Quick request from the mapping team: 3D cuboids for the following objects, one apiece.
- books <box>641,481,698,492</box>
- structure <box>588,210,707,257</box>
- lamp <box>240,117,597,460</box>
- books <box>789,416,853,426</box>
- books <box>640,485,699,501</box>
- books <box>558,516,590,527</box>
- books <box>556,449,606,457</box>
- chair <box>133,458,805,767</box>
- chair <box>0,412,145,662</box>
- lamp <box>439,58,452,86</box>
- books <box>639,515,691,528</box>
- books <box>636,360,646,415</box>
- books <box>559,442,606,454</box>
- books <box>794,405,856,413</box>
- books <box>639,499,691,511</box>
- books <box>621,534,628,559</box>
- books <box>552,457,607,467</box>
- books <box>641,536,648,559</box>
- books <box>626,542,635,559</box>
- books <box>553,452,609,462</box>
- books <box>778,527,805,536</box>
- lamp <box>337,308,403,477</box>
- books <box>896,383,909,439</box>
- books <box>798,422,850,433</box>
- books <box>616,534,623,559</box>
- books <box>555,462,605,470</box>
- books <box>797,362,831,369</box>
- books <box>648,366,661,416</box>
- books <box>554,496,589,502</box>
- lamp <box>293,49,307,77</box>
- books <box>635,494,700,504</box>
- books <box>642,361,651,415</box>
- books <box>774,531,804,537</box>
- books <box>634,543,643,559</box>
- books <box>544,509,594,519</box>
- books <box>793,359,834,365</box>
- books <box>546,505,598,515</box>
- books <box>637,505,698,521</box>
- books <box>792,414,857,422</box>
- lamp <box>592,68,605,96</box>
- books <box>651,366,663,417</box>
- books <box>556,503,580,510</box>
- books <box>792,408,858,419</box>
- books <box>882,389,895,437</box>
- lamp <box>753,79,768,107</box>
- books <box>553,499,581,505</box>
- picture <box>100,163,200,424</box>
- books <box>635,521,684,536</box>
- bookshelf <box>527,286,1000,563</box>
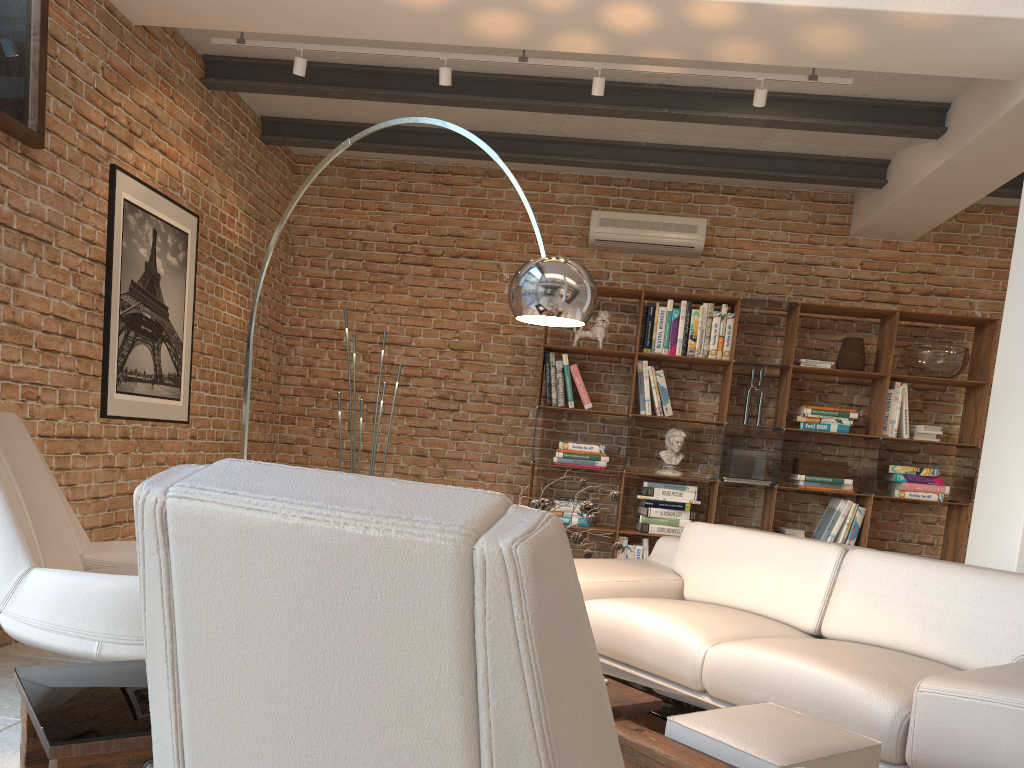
[{"bbox_3d":[1.136,0.739,6.316,0.379,0.037,0.243,5,-4,4],"label":"books"},{"bbox_3d":[0.965,-1.078,6.248,0.811,0.221,0.198,5,2,4],"label":"structure"},{"bbox_3d":[-0.537,0.086,3.725,2.006,2.373,0.319,7,6,40],"label":"lamp"},{"bbox_3d":[2.187,0.267,6.186,0.379,0.037,0.243,5,-4,4],"label":"books"},{"bbox_3d":[1.136,0.791,6.326,0.380,0.065,0.243,5,-3,-2],"label":"books"},{"bbox_3d":[0.421,0.995,6.390,0.325,0.056,0.255,4,-4,14],"label":"books"},{"bbox_3d":[0.501,0.501,6.341,0.355,0.021,0.271,5,-4,3],"label":"books"},{"bbox_3d":[-0.071,0.636,1.306,1.020,1.025,0.970,6,2,21],"label":"chair"},{"bbox_3d":[-1.450,0.637,3.163,0.986,1.007,1.015,5,1,-11],"label":"chair"},{"bbox_3d":[-0.322,-1.509,4.235,0.061,0.122,0.085,6,3,7],"label":"lamp"},{"bbox_3d":[1.108,0.993,6.346,0.361,0.056,0.282,5,-4,6],"label":"books"},{"bbox_3d":[0.922,0.036,6.271,0.101,0.387,0.241,6,4,5],"label":"books"},{"bbox_3d":[0.512,0.463,6.333,0.326,0.056,0.254,5,-4,7],"label":"books"},{"bbox_3d":[2.210,0.185,6.176,0.355,0.021,0.271,5,-4,3],"label":"books"},{"bbox_3d":[1.101,0.868,6.306,0.326,0.056,0.253,5,-3,-1],"label":"books"},{"bbox_3d":[0.809,1.300,6.407,0.036,0.387,0.241,6,4,5],"label":"books"},{"bbox_3d":[0.485,0.564,6.336,0.380,0.037,0.243,5,-4,-1],"label":"books"},{"bbox_3d":[0.975,1.313,6.403,0.079,0.389,0.241,6,4,5],"label":"books"},{"bbox_3d":[0.853,1.330,6.399,0.057,0.333,0.252,6,3,5],"label":"books"},{"bbox_3d":[0.499,0.528,6.324,0.380,0.037,0.243,5,-4,-2],"label":"books"},{"bbox_3d":[2.017,1.062,6.295,0.132,0.034,0.205,5,-4,0],"label":"books"},{"bbox_3d":[-0.991,0.453,5.784,0.420,1.839,0.195,2,7,-25],"label":"lamp"},{"bbox_3d":[2.734,0.197,6.150,0.101,0.387,0.241,6,4,5],"label":"books"},{"bbox_3d":[2.203,0.315,6.181,0.325,0.056,0.255,4,-4,14],"label":"books"},{"bbox_3d":[0.772,1.295,6.394,0.036,0.387,0.241,6,4,5],"label":"books"},{"bbox_3d":[0.492,0.594,6.345,0.355,0.021,0.271,5,-4,4],"label":"books"},{"bbox_3d":[2.105,-0.121,6.091,0.205,0.034,0.132,5,-3,4],"label":"books"},{"bbox_3d":[1.010,0.060,6.253,0.124,0.352,0.269,6,3,5],"label":"books"},{"bbox_3d":[0.433,0.843,6.381,0.252,0.017,0.162,5,-4,4],"label":"books"},{"bbox_3d":[-1.040,-1.569,4.281,0.060,0.130,0.085,3,4,-26],"label":"lamp"},{"bbox_3d":[1.122,0.832,6.313,0.444,0.021,0.271,5,-4,4],"label":"books"},{"bbox_3d":[0.957,0.038,6.245,0.103,0.387,0.241,6,4,5],"label":"books"},{"bbox_3d":[2.001,1.086,6.295,0.162,0.017,0.251,5,-4,5],"label":"books"},{"bbox_3d":[0.909,1.333,6.389,0.055,0.333,0.252,6,3,5],"label":"books"},{"bbox_3d":[0.406,0.948,6.394,0.379,0.037,0.243,5,-4,4],"label":"books"},{"bbox_3d":[2.103,-0.147,6.095,0.236,0.019,0.170,6,-4,-3],"label":"books"},{"bbox_3d":[0.423,0.921,6.380,0.380,0.018,0.243,6,-4,-3],"label":"books"},{"bbox_3d":[1.124,0.933,6.323,0.380,0.065,0.242,6,-3,-9],"label":"books"},{"bbox_3d":[2.204,0.240,6.171,0.380,0.018,0.243,6,-4,-3],"label":"books"},{"bbox_3d":[0.416,-1.439,4.186,0.061,0.130,0.085,6,3,7],"label":"lamp"},{"bbox_3d":[1.032,0.063,6.261,0.124,0.352,0.269,6,3,5],"label":"books"},{"bbox_3d":[0.426,0.896,6.401,0.205,0.034,0.132,5,-3,4],"label":"books"},{"bbox_3d":[2.208,0.212,6.160,0.380,0.037,0.243,5,-4,-2],"label":"books"},{"bbox_3d":[2.599,0.211,6.140,0.055,0.333,0.252,6,3,5],"label":"books"},{"bbox_3d":[1.182,-1.377,4.144,0.060,0.117,0.094,6,2,11],"label":"lamp"},{"bbox_3d":[0.423,0.870,6.405,0.236,0.019,0.170,6,-4,-3],"label":"books"},{"bbox_3d":[-1.889,-0.398,4.598,0.027,1.207,0.905,6,3,5],"label":"picture"},{"bbox_3d":[1.102,1.052,6.334,0.380,0.065,0.243,5,-3,-2],"label":"books"},{"bbox_3d":[1.671,0.543,6.235,3.030,2.225,0.360,5,6,4],"label":"bookshelf"}]
